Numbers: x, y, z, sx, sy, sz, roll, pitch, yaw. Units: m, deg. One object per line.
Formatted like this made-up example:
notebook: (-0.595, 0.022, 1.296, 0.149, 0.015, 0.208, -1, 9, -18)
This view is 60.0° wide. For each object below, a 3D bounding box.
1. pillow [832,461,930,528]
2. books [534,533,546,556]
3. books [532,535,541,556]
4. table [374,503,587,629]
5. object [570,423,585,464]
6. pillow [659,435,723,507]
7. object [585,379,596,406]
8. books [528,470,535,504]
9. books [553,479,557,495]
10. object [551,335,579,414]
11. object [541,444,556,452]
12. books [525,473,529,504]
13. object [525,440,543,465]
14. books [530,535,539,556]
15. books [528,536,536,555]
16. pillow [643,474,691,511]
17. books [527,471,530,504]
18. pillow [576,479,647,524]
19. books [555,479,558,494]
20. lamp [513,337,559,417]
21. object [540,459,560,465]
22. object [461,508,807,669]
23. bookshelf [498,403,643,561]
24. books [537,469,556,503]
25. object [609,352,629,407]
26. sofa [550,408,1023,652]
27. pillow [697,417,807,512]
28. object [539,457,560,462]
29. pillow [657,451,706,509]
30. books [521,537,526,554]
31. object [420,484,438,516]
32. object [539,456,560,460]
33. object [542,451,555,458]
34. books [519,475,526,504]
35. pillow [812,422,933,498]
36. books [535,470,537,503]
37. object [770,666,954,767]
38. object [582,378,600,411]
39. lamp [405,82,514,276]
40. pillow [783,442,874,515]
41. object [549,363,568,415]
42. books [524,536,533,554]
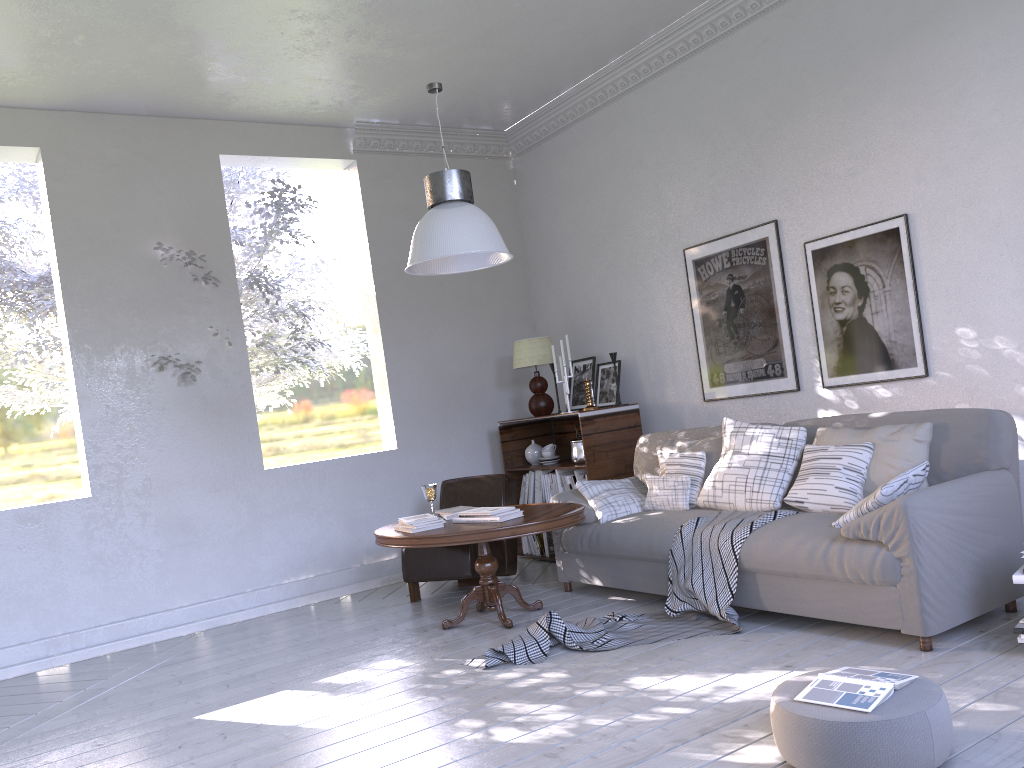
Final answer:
pillow: (1.230, 0.382, 2.931, 0.313, 0.220, 0.213, -7, -1, -34)
books: (0.201, 0.884, 5.097, 0.136, 0.200, 0.109, -8, 0, -33)
books: (0.184, 0.888, 5.128, 0.127, 0.194, 0.087, -8, 0, -33)
table: (-0.117, 0.786, 3.778, 0.952, 0.432, 0.736, -9, -1, 27)
object: (0.396, 0.318, 4.780, 0.142, 0.223, 0.191, -8, 0, -42)
pillow: (0.803, 0.389, 3.873, 0.151, 0.313, 0.490, -8, -1, -33)
object: (0.434, 0.051, 4.783, 0.062, 0.172, 0.062, -8, 1, 34)
books: (0.175, 0.600, 5.078, 0.172, 0.235, 0.112, -8, 0, -33)
books: (0.288, 0.602, 4.852, 0.115, 0.182, 0.009, -8, 1, -28)
object: (0.284, -0.053, 4.821, 0.101, 0.424, 0.101, -7, 1, 40)
object: (0.207, 0.379, 5.066, 0.078, 0.067, 0.083, -8, -1, -18)
books: (0.149, 0.613, 5.134, 0.161, 0.218, 0.101, -8, 0, -33)
object: (0.133, 0.401, 5.190, 0.111, 0.147, 0.123, -8, 0, -36)
books: (0.170, 0.901, 5.139, 0.128, 0.174, 0.081, -8, 0, -33)
books: (0.156, 0.901, 5.163, 0.128, 0.177, 0.066, -8, 0, -33)
pillow: (0.666, 0.467, 3.803, 0.070, 0.167, 0.284, -8, -1, -36)
books: (0.160, 0.604, 5.107, 0.152, 0.232, 0.104, -8, 0, -33)
pillow: (0.469, 0.520, 3.999, 0.310, 0.206, 0.215, -8, -1, -27)
books: (0.295, 0.600, 4.835, 0.115, 0.183, 0.009, -8, 1, -28)
lamp: (0.147, -0.037, 5.142, 0.267, 0.447, 0.267, -8, 0, 32)
object: (0.218, 0.447, 5.066, 0.121, 0.021, 0.121, -8, -2, 17)
object: (0.527, 0.720, 3.262, 1.500, 0.395, 0.495, -8, -1, -3)
bookshelf: (0.351, 0.558, 4.967, 0.400, 0.800, 0.800, -8, 0, -33)
books: (0.226, 0.588, 5.006, 0.174, 0.243, 0.105, -8, 0, -33)
object: (0.561, -0.024, 4.751, 0.095, 0.289, 0.095, -8, 1, -10)
sofa: (0.959, 0.509, 3.518, 0.765, 0.682, 1.864, -8, -1, -33)
pillow: (0.941, 0.321, 3.521, 0.219, 0.386, 0.454, -8, 0, -31)
object: (0.217, 0.438, 5.066, 0.121, 0.021, 0.121, -8, -2, 17)
pillow: (0.725, 0.421, 3.845, 0.129, 0.269, 0.310, -8, 0, -29)
books: (0.120, 0.893, 5.243, 0.149, 0.202, 0.027, -8, 1, -33)
object: (-0.375, 0.540, 4.096, 0.076, 0.149, 0.076, -8, 0, -37)
object: (0.214, 0.429, 5.069, 0.121, 0.024, 0.121, -7, -2, -28)
object: (0.211, 0.408, 5.067, 0.079, 0.050, 0.082, -8, -1, 30)
books: (0.122, 0.622, 5.166, 0.161, 0.210, 0.127, -8, 0, -33)
pillow: (1.263, 0.304, 3.153, 0.151, 0.313, 0.490, -8, -1, -33)
books: (0.208, 0.591, 5.045, 0.172, 0.239, 0.093, -8, 0, -33)
object: (0.771, 0.744, 1.973, 0.376, 0.135, 0.377, -9, -2, 44)
object: (0.406, 0.052, 4.693, 0.096, 0.172, 0.096, -8, 0, -14)
lamp: (-0.211, -0.676, 2.866, 0.355, 0.583, 0.355, -8, 0, -5)
pillow: (1.138, 0.348, 3.182, 0.154, 0.257, 0.313, -8, 0, -33)
object: (0.251, 0.026, 4.998, 0.095, 0.289, 0.095, -8, 1, -10)
books: (0.134, 0.898, 5.210, 0.134, 0.184, 0.030, -8, 1, -33)
